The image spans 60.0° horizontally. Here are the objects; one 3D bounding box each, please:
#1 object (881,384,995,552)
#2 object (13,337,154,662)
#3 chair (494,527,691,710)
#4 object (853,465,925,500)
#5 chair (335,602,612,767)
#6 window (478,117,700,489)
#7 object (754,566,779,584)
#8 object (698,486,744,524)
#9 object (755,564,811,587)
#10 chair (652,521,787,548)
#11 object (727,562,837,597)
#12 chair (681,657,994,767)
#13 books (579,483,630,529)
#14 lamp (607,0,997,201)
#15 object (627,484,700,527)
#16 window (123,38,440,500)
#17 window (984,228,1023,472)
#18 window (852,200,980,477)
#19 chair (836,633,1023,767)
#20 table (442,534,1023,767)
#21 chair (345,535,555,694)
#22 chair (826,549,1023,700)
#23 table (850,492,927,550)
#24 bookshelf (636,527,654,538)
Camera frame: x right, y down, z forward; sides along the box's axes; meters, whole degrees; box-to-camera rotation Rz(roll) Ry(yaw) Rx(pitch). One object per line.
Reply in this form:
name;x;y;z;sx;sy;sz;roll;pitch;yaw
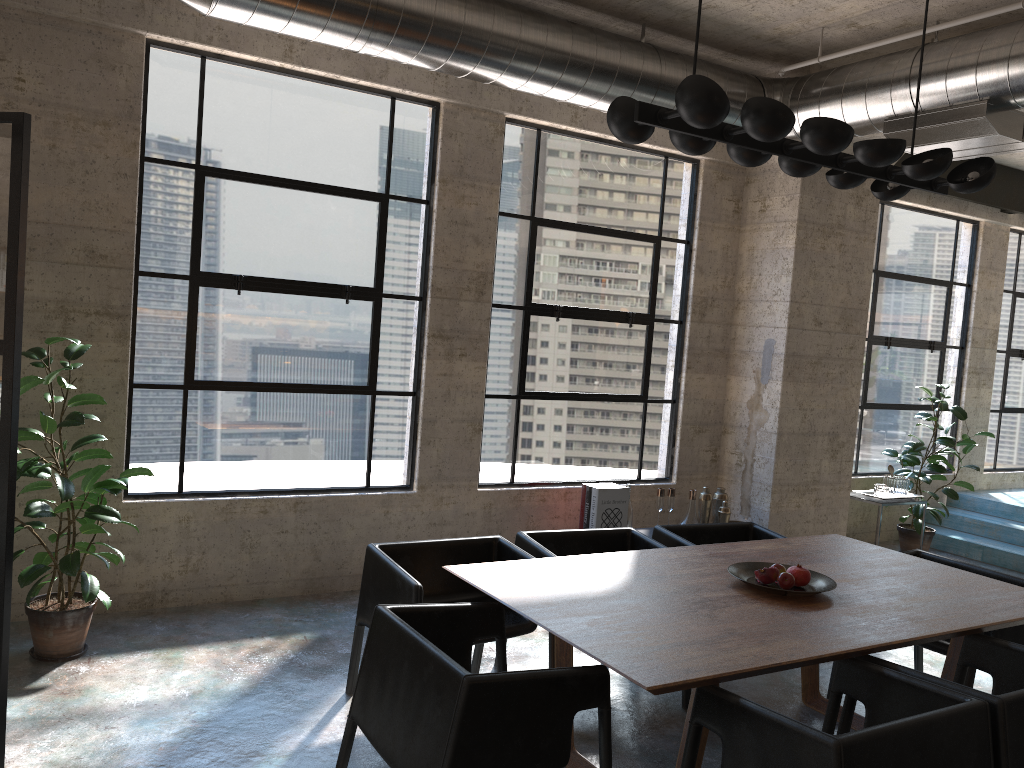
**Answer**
object;3.678;0.769;7.814;0.514;1.552;0.886;1;5;-44
object;-2.179;0.546;4.228;0.886;1.552;0.514;2;4;-34
chair;0.410;1.134;4.387;0.707;0.738;0.754;3;4;-26
object;3.189;0.829;7.484;0.546;0.253;0.327;2;4;-31
chair;-0.133;1.181;2.974;0.754;0.738;0.707;2;4;-31
window;0.591;-0.510;6.505;1.780;2.530;0.081;2;4;-31
object;1.061;0.790;3.674;0.110;0.082;0.088;5;4;9
object;1.599;0.934;6.668;0.415;0.333;0.248;5;4;5
object;1.131;0.789;3.694;0.219;0.097;0.100;5;4;12
chair;1.158;1.166;4.782;0.707;0.738;0.754;3;4;-26
object;1.116;0.802;3.675;0.435;0.079;0.435;5;4;5
chair;0.988;1.283;2.704;0.707;0.738;0.754;2;4;-31
books;0.629;0.880;6.119;0.277;0.362;0.191;2;4;-31
lamp;1.257;-1.523;3.546;1.813;1.327;0.583;2;4;-31
object;1.078;0.895;6.403;0.703;0.365;0.199;3;4;-20
window;-3.944;-0.684;3.756;7.902;2.530;0.081;2;4;-31
window;5.695;-0.314;9.599;1.780;2.530;0.081;2;4;-31
window;3.776;-0.387;8.436;1.780;2.530;0.081;2;4;-31
chair;1.619;1.308;3.076;0.707;0.738;0.754;2;4;-31
table;1.048;1.215;3.704;2.410;0.756;1.299;2;4;-31
chair;-0.258;1.110;3.960;0.707;0.738;0.754;2;4;-31
chair;2.107;1.266;4.341;0.754;0.738;0.707;2;4;-31
table;3.103;1.230;7.515;0.600;0.563;0.450;2;4;-31
bookshelf;1.112;1.253;6.443;1.600;0.347;0.350;2;4;-31
